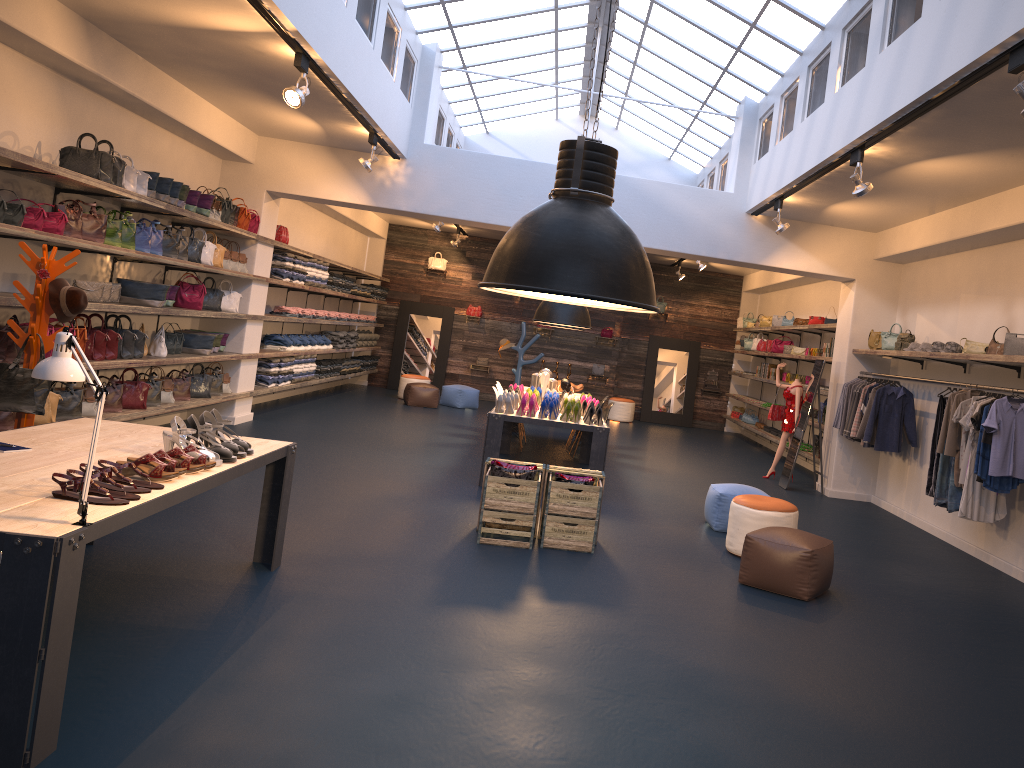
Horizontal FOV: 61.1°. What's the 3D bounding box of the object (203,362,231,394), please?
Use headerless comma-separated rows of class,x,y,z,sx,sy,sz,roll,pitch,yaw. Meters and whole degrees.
object,-3.511,-0.078,10.279,0.165,0.367,0.412,7,1,40

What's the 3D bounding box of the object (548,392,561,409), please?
object,0.492,0.192,10.333,0.203,0.195,0.240,8,1,-1

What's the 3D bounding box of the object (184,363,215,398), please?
object,-3.473,-0.044,9.561,0.179,0.386,0.455,8,1,34

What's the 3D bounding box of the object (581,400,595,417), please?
object,0.865,0.275,9.822,0.199,0.195,0.245,8,1,7

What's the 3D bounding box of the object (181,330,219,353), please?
object,-3.539,-0.469,9.765,0.445,0.236,0.166,7,1,-28

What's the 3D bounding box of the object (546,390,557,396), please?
object,0.476,0.173,10.606,0.203,0.195,0.240,8,1,-1

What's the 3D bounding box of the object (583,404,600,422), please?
object,0.866,0.310,9.261,0.203,0.195,0.240,8,1,-1

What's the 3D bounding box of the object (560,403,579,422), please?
object,0.607,0.292,8.960,0.207,0.195,0.236,8,1,-8

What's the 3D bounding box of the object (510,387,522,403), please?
object,0.038,0.133,10.286,0.199,0.195,0.245,8,1,7

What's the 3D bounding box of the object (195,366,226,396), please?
object,-3.448,-0.035,9.953,0.200,0.339,0.405,8,1,40

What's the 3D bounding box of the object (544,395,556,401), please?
object,0.422,0.218,9.764,0.203,0.195,0.240,8,1,-1

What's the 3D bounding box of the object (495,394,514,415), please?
object,-0.073,0.204,8.877,0.200,0.195,0.244,8,1,4

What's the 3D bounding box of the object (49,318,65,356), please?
object,-3.552,-0.331,6.618,0.231,0.343,0.287,8,0,30

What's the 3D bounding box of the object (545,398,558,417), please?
object,0.404,0.247,9.247,0.203,0.195,0.240,8,1,-1

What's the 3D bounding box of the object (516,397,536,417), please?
object,0.154,0.233,8.912,0.205,0.195,0.238,8,1,-4

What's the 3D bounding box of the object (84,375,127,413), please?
object,-3.588,0.084,7.677,0.201,0.339,0.404,8,1,37

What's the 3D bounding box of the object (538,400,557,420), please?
object,0.373,0.260,8.957,0.199,0.195,0.245,8,1,7

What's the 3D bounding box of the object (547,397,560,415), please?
object,0.435,0.235,9.507,0.205,0.195,0.238,8,1,-3

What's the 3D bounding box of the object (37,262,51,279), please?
object,-2.988,-0.723,5.543,0.081,0.113,0.062,8,0,-21

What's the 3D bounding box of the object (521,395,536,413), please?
object,0.166,0.217,9.196,0.203,0.195,0.240,8,1,-1

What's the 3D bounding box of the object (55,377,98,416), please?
object,-3.669,0.084,7.293,0.165,0.367,0.412,7,1,40

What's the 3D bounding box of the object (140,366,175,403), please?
object,-3.592,0.005,8.743,0.165,0.367,0.412,7,1,40

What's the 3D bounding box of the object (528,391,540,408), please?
object,0.228,0.176,10.004,0.203,0.195,0.240,8,1,-1

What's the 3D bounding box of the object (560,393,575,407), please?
object,0.685,0.202,10.605,0.206,0.195,0.237,8,1,-5

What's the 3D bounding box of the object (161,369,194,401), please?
object,-3.511,0.006,9.123,0.201,0.339,0.404,8,1,37

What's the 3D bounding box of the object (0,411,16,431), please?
object,-3.669,0.167,6.137,0.201,0.339,0.404,8,1,37

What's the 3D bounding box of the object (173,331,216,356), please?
object,-3.453,-0.439,9.419,0.441,0.232,0.168,7,1,-22

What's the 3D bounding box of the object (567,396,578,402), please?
object,0.690,0.236,10.071,0.203,0.195,0.240,8,1,-1

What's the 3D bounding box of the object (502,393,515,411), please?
object,-0.058,0.189,9.161,0.208,0.195,0.235,8,1,-10

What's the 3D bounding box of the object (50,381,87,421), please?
object,-3.606,0.126,6.967,0.200,0.339,0.405,8,1,40

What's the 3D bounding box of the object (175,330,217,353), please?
object,-3.503,-0.456,9.586,0.447,0.232,0.165,6,1,-30

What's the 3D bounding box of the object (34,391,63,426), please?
object,-3.639,0.116,6.577,0.179,0.386,0.456,8,1,37

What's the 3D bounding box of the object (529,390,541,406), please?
object,0.253,0.162,10.293,0.203,0.195,0.240,8,1,-1

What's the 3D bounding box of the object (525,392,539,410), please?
object,0.210,0.191,9.727,0.199,0.195,0.245,8,1,7

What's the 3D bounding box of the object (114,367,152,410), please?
object,-3.561,0.036,8.058,0.179,0.386,0.456,8,1,37

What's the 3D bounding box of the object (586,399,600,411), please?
object,0.936,0.269,10.084,0.205,0.195,0.238,8,1,-5

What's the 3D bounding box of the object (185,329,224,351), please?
object,-3.597,-0.499,10.119,0.445,0.236,0.166,7,1,-28

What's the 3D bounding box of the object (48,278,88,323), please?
object,-2.894,-0.539,5.697,0.182,0.291,0.273,8,1,7

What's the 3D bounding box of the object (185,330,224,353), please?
object,-3.545,-0.482,9.952,0.442,0.236,0.167,7,1,-24

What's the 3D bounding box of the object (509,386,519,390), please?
object,0.023,0.115,10.544,0.203,0.195,0.240,8,1,-1

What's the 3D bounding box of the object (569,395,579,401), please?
object,0.721,0.223,10.351,0.203,0.195,0.240,8,1,-1

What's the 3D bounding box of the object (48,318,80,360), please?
object,-3.586,-0.360,6.871,0.266,0.362,0.201,8,0,-40

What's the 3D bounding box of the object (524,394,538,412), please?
object,0.186,0.203,9.465,0.201,0.195,0.243,8,1,4

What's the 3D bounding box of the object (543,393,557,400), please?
object,0.449,0.202,10.071,0.210,0.195,0.240,8,1,-1

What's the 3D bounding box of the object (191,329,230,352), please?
object,-3.596,-0.511,10.310,0.441,0.236,0.168,7,1,-22

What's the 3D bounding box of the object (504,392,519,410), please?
object,-0.016,0.177,9.440,0.210,0.196,0.232,8,1,-15

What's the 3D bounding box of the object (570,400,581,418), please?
object,0.671,0.269,9.491,0.206,0.195,0.237,8,1,-5

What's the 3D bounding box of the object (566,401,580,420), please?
object,0.639,0.280,9.232,0.203,0.195,0.240,8,1,-1

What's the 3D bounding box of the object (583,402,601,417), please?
object,0.896,0.297,9.541,0.203,0.195,0.240,8,1,-1

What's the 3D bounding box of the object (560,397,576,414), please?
object,0.641,0.248,9.768,0.203,0.195,0.240,8,1,-1

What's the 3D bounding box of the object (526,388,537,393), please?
object,0.245,0.143,10.583,0.202,0.195,0.242,8,1,2

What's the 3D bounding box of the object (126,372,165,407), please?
object,-3.531,0.050,8.381,0.200,0.339,0.405,8,1,40

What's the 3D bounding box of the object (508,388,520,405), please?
object,0.003,0.145,10.013,0.206,0.195,0.237,8,1,-6

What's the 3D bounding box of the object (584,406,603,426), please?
object,0.855,0.325,8.981,0.203,0.195,0.240,8,1,-1

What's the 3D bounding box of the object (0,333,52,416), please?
object,-3.098,-0.066,5.508,0.374,0.525,0.201,8,-1,3
